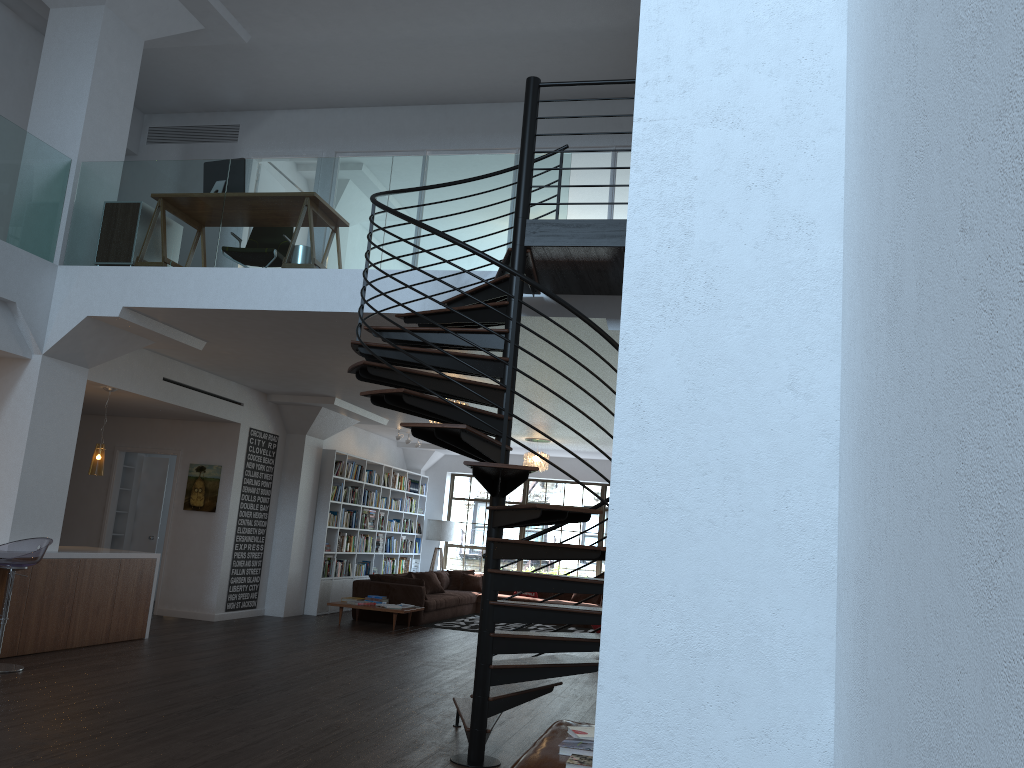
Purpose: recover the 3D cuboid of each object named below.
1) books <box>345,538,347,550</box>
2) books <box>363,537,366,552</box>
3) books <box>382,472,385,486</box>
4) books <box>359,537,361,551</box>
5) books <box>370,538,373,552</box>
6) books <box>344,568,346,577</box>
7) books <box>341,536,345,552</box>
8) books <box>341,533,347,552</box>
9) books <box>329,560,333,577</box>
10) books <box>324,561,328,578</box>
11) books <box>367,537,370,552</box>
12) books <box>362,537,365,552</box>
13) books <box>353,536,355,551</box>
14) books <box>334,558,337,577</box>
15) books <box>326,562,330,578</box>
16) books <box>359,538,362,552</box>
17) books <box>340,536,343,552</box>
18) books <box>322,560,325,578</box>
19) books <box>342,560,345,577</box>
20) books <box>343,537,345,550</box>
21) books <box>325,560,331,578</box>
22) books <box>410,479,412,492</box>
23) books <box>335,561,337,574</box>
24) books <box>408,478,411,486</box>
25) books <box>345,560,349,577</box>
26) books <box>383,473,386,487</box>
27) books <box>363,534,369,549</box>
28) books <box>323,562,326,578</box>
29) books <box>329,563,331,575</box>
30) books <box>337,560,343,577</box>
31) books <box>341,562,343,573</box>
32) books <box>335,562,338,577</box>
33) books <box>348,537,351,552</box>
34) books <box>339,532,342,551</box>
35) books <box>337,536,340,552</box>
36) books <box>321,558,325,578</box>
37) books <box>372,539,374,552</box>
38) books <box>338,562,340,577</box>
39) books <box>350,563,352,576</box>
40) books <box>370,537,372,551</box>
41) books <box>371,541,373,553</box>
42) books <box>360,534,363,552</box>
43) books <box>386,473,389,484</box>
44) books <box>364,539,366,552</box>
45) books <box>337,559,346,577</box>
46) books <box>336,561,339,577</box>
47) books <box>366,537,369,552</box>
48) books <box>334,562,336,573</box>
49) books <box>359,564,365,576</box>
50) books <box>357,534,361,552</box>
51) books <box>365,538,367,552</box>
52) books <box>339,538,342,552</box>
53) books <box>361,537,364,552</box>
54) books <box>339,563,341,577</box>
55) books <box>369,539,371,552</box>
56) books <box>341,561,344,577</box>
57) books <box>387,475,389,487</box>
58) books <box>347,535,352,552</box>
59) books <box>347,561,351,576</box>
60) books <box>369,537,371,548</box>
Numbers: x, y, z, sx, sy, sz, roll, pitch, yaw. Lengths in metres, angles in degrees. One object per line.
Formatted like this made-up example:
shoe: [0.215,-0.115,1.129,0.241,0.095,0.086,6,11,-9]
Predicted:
books: [-2.668,2.504,13.853,0.161,0.223,0.026,2,-10,13]
books: [-2.502,2.630,14.546,0.171,0.246,0.057,3,-10,13]
books: [-2.292,1.631,15.275,0.183,0.253,0.042,2,-10,13]
books: [-2.538,2.593,14.367,0.160,0.250,0.026,3,-10,13]
books: [-2.437,2.696,14.870,0.174,0.240,0.045,3,-10,13]
books: [-2.691,2.890,13.885,0.168,0.231,0.045,2,-10,13]
books: [-2.693,2.470,13.737,0.171,0.246,0.057,2,-10,13]
books: [-2.676,2.464,13.821,0.176,0.290,0.053,2,-10,13]
books: [-2.798,2.775,13.352,0.180,0.251,0.048,2,-10,13]
books: [-2.832,2.745,13.162,0.174,0.240,0.054,2,-10,13]
books: [-2.461,2.661,14.739,0.180,0.259,0.060,3,-10,13]
books: [-2.508,2.618,14.503,0.183,0.253,0.034,3,-10,13]
books: [-2.597,2.549,14.150,0.160,0.250,0.026,2,-10,13]
books: [-2.777,2.784,13.483,0.198,0.284,0.049,2,-10,13]
books: [-2.812,2.768,13.232,0.161,0.223,0.032,2,-10,13]
books: [-2.531,2.611,14.388,0.161,0.223,0.026,3,-10,13]
books: [-2.707,2.464,13.692,0.159,0.241,0.038,2,-10,13]
books: [-2.858,2.726,13.094,0.160,0.251,0.031,2,-10,13]
books: [-2.695,2.865,13.803,0.160,0.251,0.039,2,-10,13]
books: [-2.685,2.489,13.775,0.161,0.223,0.027,2,-10,13]
books: [-2.817,2.759,13.273,0.183,0.253,0.042,2,-10,13]
books: [-1.979,1.907,16.688,0.183,0.253,0.042,2,-10,13]
books: [-2.761,2.809,13.517,0.160,0.251,0.031,2,-10,13]
books: [-1.995,1.898,16.647,0.183,0.253,0.042,2,-10,13]
books: [-2.664,2.888,13.924,0.183,0.253,0.042,2,-10,13]
books: [-2.275,1.656,15.357,0.174,0.236,0.136,3,-10,13]
books: [-2.471,2.637,14.696,0.176,0.290,0.036,3,-10,13]
books: [-2.843,2.745,13.119,0.161,0.223,0.032,2,-10,13]
books: [-2.808,2.781,13.305,0.161,0.223,0.033,2,-10,13]
books: [-2.721,2.841,13.696,0.183,0.253,0.042,2,-10,13]
books: [-2.712,2.864,13.728,0.161,0.223,0.033,2,-10,13]
books: [-2.747,2.828,13.542,0.161,0.223,0.032,2,-10,13]
books: [-2.640,2.526,13.982,0.168,0.231,0.037,2,-10,13]
books: [-2.703,2.420,13.607,0.140,0.298,0.044,2,-10,13]
books: [-2.733,2.434,13.558,0.189,0.247,0.057,2,-10,13]
books: [-2.873,2.701,13.060,0.198,0.284,0.049,2,-10,13]
books: [-2.423,2.713,14.933,0.168,0.231,0.037,3,-10,13]
books: [-2.731,2.845,13.626,0.161,0.223,0.033,2,-10,13]
books: [-2.628,2.939,14.059,0.161,0.207,0.135,3,-10,13]
books: [-2.445,2.682,14.834,0.183,0.253,0.034,3,-10,13]
books: [-2.419,2.712,14.900,0.161,0.223,0.026,3,-10,13]
books: [-2.528,2.585,14.434,0.176,0.290,0.053,3,-10,13]
books: [-2.248,1.674,15.489,0.160,0.251,0.031,2,-10,13]
books: [-2.492,2.649,14.584,0.161,0.223,0.027,3,-10,13]
books: [-2.689,2.868,13.843,0.180,0.259,0.042,2,-10,13]
books: [-2.747,2.832,13.587,0.176,0.231,0.053,2,-10,13]
books: [-2.471,2.649,14.657,0.183,0.253,0.034,3,-10,13]
books: [-2.771,2.778,13.429,0.174,0.278,0.054,2,-10,13]
books: [-2.499,3.062,14.614,0.128,0.178,0.021,2,-10,13]
books: [-2.560,2.567,14.330,0.198,0.284,0.066,3,-10,13]
books: [-2.491,2.647,14.621,0.174,0.240,0.045,3,-10,13]
books: [-2.702,2.473,13.644,0.144,0.207,0.048,2,-10,13]
books: [-2.519,2.612,14.472,0.183,0.253,0.034,3,-10,13]
books: [-2.720,2.859,13.654,0.161,0.223,0.030,3,-10,13]
books: [-2.445,2.692,14.801,0.161,0.223,0.027,3,-10,13]
books: [-2.701,2.860,13.765,0.171,0.246,0.039,2,-10,13]
books: [-2.233,1.694,15.514,0.161,0.223,0.032,2,-10,13]
books: [-2.628,2.521,14.016,0.183,0.253,0.034,2,-10,13]
books: [-2.646,2.914,14.008,0.174,0.236,0.142,3,-10,13]
books: [-2.448,2.674,14.778,0.160,0.250,0.026,3,-10,13]
